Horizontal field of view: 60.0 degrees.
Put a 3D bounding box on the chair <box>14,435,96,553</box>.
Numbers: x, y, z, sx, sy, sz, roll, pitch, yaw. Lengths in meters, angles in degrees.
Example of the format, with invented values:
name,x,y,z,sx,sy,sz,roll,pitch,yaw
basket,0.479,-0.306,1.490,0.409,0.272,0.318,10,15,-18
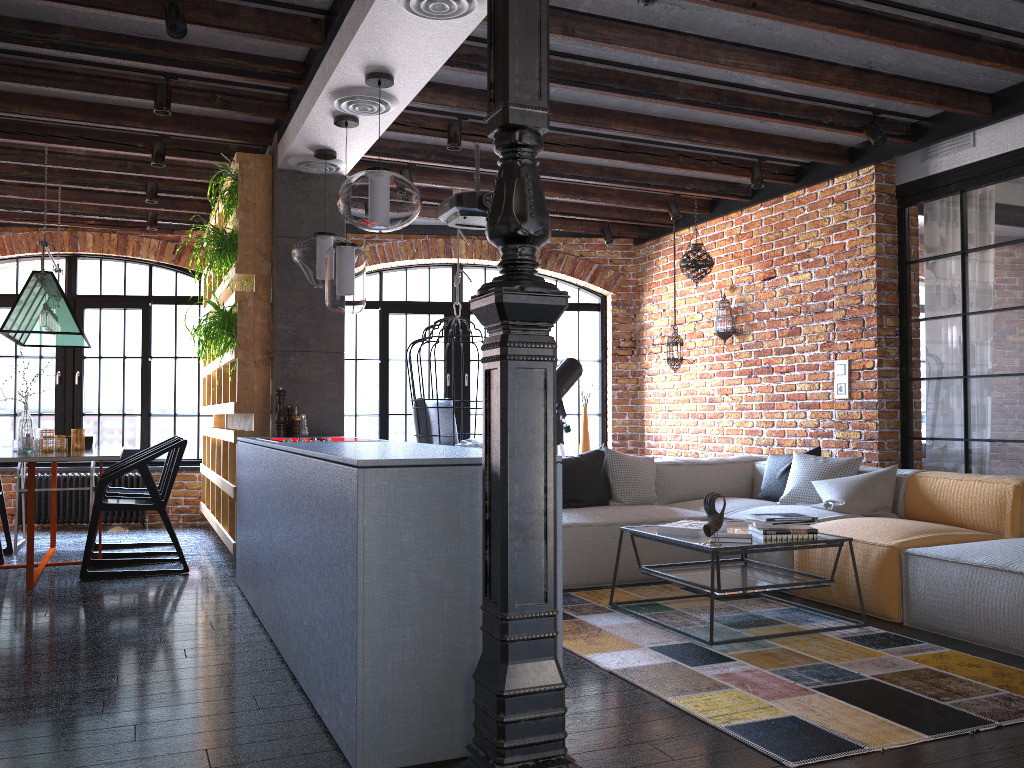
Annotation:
name,x,y,z,sx,sy,sz,roll,pitch,yaw
chair,-3.395,0.795,6.622,0.495,0.818,0.610,1,-2,-23

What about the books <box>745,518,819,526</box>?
name,x,y,z,sx,sy,sz,roll,pitch,yaw
books,1.228,0.622,4.043,0.268,0.014,0.196,1,-2,-24

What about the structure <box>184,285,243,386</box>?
name,x,y,z,sx,sy,sz,roll,pitch,yaw
structure,-1.726,-0.270,5.426,0.422,0.620,0.571,0,-2,-4

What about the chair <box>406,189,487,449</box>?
name,x,y,z,sx,sy,sz,roll,pitch,yaw
chair,-0.468,-0.407,6.879,0.682,2.220,0.802,-1,-2,22

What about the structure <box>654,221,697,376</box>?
name,x,y,z,sx,sy,sz,roll,pitch,yaw
structure,1.342,-0.784,7.313,0.389,1.437,0.338,1,-2,-23

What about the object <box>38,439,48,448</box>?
name,x,y,z,sx,sy,sz,roll,pitch,yaw
object,-3.082,0.401,5.832,0.060,0.073,0.060,0,-2,8

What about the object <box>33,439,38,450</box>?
name,x,y,z,sx,sy,sz,roll,pitch,yaw
object,-3.188,0.404,5.906,0.060,0.073,0.060,0,-2,8

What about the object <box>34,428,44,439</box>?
name,x,y,z,sx,sy,sz,roll,pitch,yaw
object,-3.172,0.332,5.942,0.060,0.073,0.060,-2,-3,44

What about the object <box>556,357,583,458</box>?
name,x,y,z,sx,sy,sz,roll,pitch,yaw
object,0.322,0.497,7.499,0.570,1.471,0.616,0,-2,3

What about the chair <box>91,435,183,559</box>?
name,x,y,z,sx,sy,sz,roll,pitch,yaw
chair,-2.666,0.781,6.286,0.610,0.818,0.495,1,-2,-23

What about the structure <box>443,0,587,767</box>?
name,x,y,z,sx,sy,sz,roll,pitch,yaw
structure,2.978,-0.061,4.982,8.515,2.393,0.481,2,-3,-42

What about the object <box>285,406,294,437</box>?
name,x,y,z,sx,sy,sz,roll,pitch,yaw
object,-1.289,0.216,5.135,0.048,0.180,0.048,1,-2,-40

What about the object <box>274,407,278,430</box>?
name,x,y,z,sx,sy,sz,roll,pitch,yaw
object,-1.341,0.215,5.098,0.048,0.180,0.048,-1,-2,27

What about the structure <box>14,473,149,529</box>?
name,x,y,z,sx,sy,sz,roll,pitch,yaw
structure,-3.720,1.010,7.676,1.115,0.476,0.106,0,-2,-6

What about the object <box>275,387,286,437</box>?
name,x,y,z,sx,sy,sz,roll,pitch,yaw
object,-1.312,0.161,5.033,0.061,0.282,0.061,0,-2,-9

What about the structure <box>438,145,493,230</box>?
name,x,y,z,sx,sy,sz,roll,pitch,yaw
structure,-0.224,-1.410,5.586,0.409,0.816,0.464,1,-2,-23

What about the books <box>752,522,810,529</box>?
name,x,y,z,sx,sy,sz,roll,pitch,yaw
books,1.230,0.641,4.063,0.239,0.022,0.190,0,-2,11

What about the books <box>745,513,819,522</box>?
name,x,y,z,sx,sy,sz,roll,pitch,yaw
books,1.228,0.607,4.043,0.268,0.014,0.196,0,-2,-12

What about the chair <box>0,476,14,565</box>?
name,x,y,z,sx,sy,sz,roll,pitch,yaw
chair,-3.664,0.767,5.860,0.610,0.818,0.495,1,-2,-23

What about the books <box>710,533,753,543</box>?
name,x,y,z,sx,sy,sz,roll,pitch,yaw
books,0.966,0.677,3.909,0.182,0.029,0.129,-1,-2,14

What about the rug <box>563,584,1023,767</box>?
name,x,y,z,sx,sy,sz,roll,pitch,yaw
rug,0.941,1.087,3.761,1.432,0.013,2.364,1,-2,-23

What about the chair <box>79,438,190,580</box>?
name,x,y,z,sx,sy,sz,roll,pitch,yaw
chair,-2.354,0.754,5.556,0.610,0.818,0.495,1,-2,-23

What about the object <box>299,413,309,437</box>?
name,x,y,z,sx,sy,sz,roll,pitch,yaw
object,-1.214,0.238,5.136,0.069,0.135,0.069,2,-3,-43

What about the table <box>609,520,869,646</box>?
name,x,y,z,sx,sy,sz,roll,pitch,yaw
table,1.030,0.892,4.167,0.842,0.388,0.848,1,-2,-23

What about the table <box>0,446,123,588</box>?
name,x,y,z,sx,sy,sz,roll,pitch,yaw
table,-3.009,0.802,5.710,0.905,0.737,1.888,1,-2,-23

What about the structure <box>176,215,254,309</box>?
name,x,y,z,sx,sy,sz,roll,pitch,yaw
structure,-1.751,-0.751,5.393,0.422,0.620,0.570,-1,-2,36

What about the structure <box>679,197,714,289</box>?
name,x,y,z,sx,sy,sz,roll,pitch,yaw
structure,1.438,-1.133,6.919,0.265,0.779,0.273,-1,-2,16

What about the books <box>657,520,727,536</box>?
name,x,y,z,sx,sy,sz,roll,pitch,yaw
books,0.863,0.687,4.243,0.225,0.038,0.309,-2,-3,37

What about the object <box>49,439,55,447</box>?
name,x,y,z,sx,sy,sz,roll,pitch,yaw
object,-3.117,0.407,5.992,0.060,0.073,0.060,-1,-2,29

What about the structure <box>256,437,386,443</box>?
name,x,y,z,sx,sy,sz,roll,pitch,yaw
structure,-0.955,0.287,4.385,0.504,0.057,0.764,1,-2,-23

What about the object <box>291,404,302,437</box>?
name,x,y,z,sx,sy,sz,roll,pitch,yaw
object,-1.229,0.208,5.078,0.058,0.192,0.081,-1,-2,18

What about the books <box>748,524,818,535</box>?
name,x,y,z,sx,sy,sz,roll,pitch,yaw
books,1.230,0.661,4.038,0.251,0.023,0.209,0,-2,-4

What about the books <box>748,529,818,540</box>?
name,x,y,z,sx,sy,sz,roll,pitch,yaw
books,1.229,0.684,4.038,0.247,0.024,0.209,0,-2,-4

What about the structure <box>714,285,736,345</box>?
name,x,y,z,sx,sy,sz,roll,pitch,yaw
structure,1.680,-0.549,7.008,0.169,0.482,0.169,1,-2,-23

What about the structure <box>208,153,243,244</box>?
name,x,y,z,sx,sy,sz,roll,pitch,yaw
structure,-1.604,-1.114,5.485,0.570,0.620,0.422,1,-2,-34

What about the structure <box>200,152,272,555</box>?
name,x,y,z,sx,sy,sz,roll,pitch,yaw
structure,-2.094,-0.138,6.562,0.206,2.381,2.830,1,-2,-23
